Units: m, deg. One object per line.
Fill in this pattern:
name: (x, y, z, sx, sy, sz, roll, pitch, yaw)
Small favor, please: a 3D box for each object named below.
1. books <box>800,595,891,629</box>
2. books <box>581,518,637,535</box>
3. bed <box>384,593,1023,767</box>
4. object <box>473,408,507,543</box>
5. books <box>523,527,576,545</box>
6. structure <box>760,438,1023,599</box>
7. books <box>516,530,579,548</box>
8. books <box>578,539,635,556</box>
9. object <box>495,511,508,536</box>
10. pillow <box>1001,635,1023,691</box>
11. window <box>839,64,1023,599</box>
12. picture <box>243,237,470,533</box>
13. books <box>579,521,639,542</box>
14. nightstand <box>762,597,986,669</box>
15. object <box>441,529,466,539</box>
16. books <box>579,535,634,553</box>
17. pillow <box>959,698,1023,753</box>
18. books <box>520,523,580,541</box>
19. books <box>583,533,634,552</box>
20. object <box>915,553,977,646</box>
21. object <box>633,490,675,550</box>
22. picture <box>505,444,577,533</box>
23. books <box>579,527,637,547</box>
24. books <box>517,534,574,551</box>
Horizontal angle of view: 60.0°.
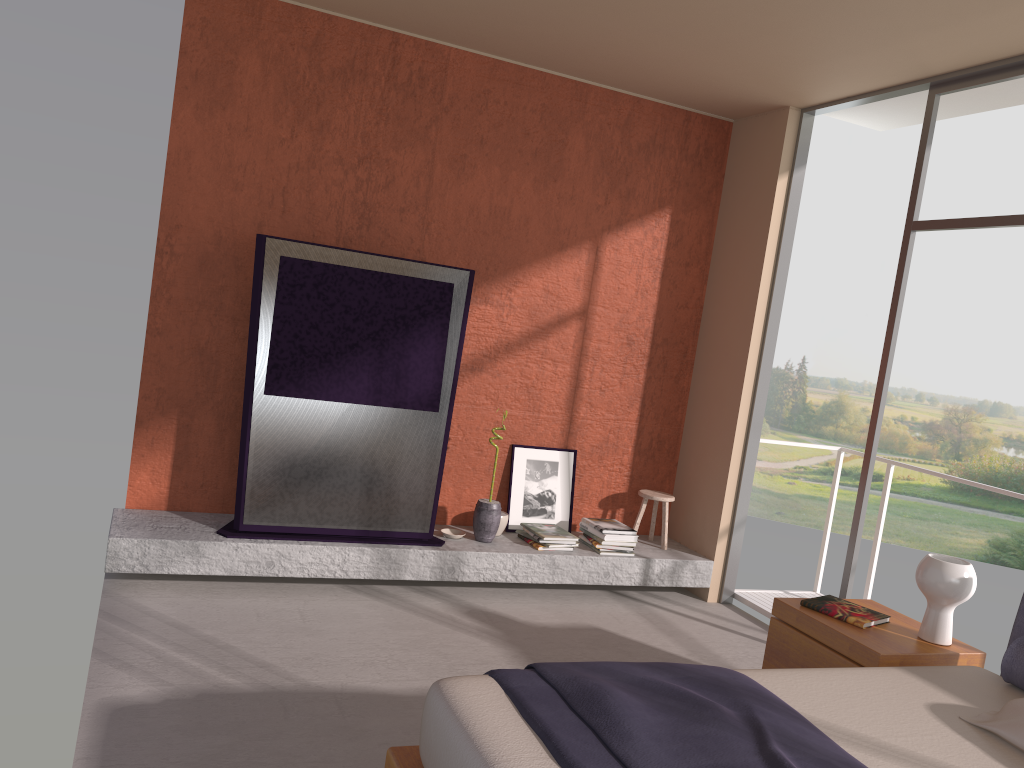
books: (1.433, 0.976, 3.812, 0.247, 0.025, 0.287, 5, 5, -42)
books: (0.611, 0.898, 5.594, 0.247, 0.025, 0.287, 7, 4, -23)
bed: (1.133, 1.149, 2.180, 2.462, 0.959, 2.017, 7, 4, -22)
object: (-0.112, 0.544, 5.296, 0.165, 0.810, 0.165, 8, 4, 1)
books: (0.229, 0.933, 5.462, 0.247, 0.025, 0.287, 7, 4, -20)
structure: (3.237, 1.345, 2.345, 0.728, 1.005, 7.689, 7, 4, -22)
books: (0.218, 0.953, 5.476, 0.247, 0.018, 0.328, 5, 5, -38)
books: (0.594, 1.028, 5.598, 0.247, 0.018, 0.328, 7, 4, -21)
object: (-0.118, 0.867, 5.521, 0.179, 0.137, 0.180, 8, 4, -10)
pillow: (2.111, 1.087, 2.549, 0.205, 0.201, 1.470, 7, 4, -22)
window: (3.085, 0.354, 1.944, 0.075, 3.133, 6.106, 7, 4, -22)
picture: (-0.852, 0.043, 4.836, 1.129, 1.496, 0.126, 7, 4, -22)
books: (0.608, 0.930, 5.591, 0.247, 0.038, 0.319, 7, 4, -25)
nightstand: (1.489, 1.284, 3.754, 0.562, 0.556, 0.628, 7, 4, -22)
object: (-0.355, 0.905, 5.307, 0.152, 0.040, 0.152, 9, 4, 12)
books: (0.594, 1.009, 5.602, 0.247, 0.018, 0.287, 7, 4, -23)
pillow: (1.726, 1.035, 2.480, 0.431, 0.264, 0.869, 7, 4, -15)
books: (0.230, 0.912, 5.465, 0.247, 0.018, 0.328, 6, 4, -25)
books: (0.603, 0.991, 5.576, 0.247, 0.025, 0.287, 8, 4, -12)
object: (1.749, 0.877, 3.607, 0.224, 0.338, 0.224, 8, 4, -11)
object: (0.944, 0.897, 5.872, 0.260, 0.349, 0.257, 11, 5, 37)
picture: (0.193, 0.686, 5.733, 0.458, 0.550, 0.117, 7, 4, -22)
books: (0.604, 0.962, 5.593, 0.247, 0.027, 0.328, 7, 4, -21)
books: (0.205, 0.975, 5.465, 0.247, 0.025, 0.287, 6, 5, -26)
